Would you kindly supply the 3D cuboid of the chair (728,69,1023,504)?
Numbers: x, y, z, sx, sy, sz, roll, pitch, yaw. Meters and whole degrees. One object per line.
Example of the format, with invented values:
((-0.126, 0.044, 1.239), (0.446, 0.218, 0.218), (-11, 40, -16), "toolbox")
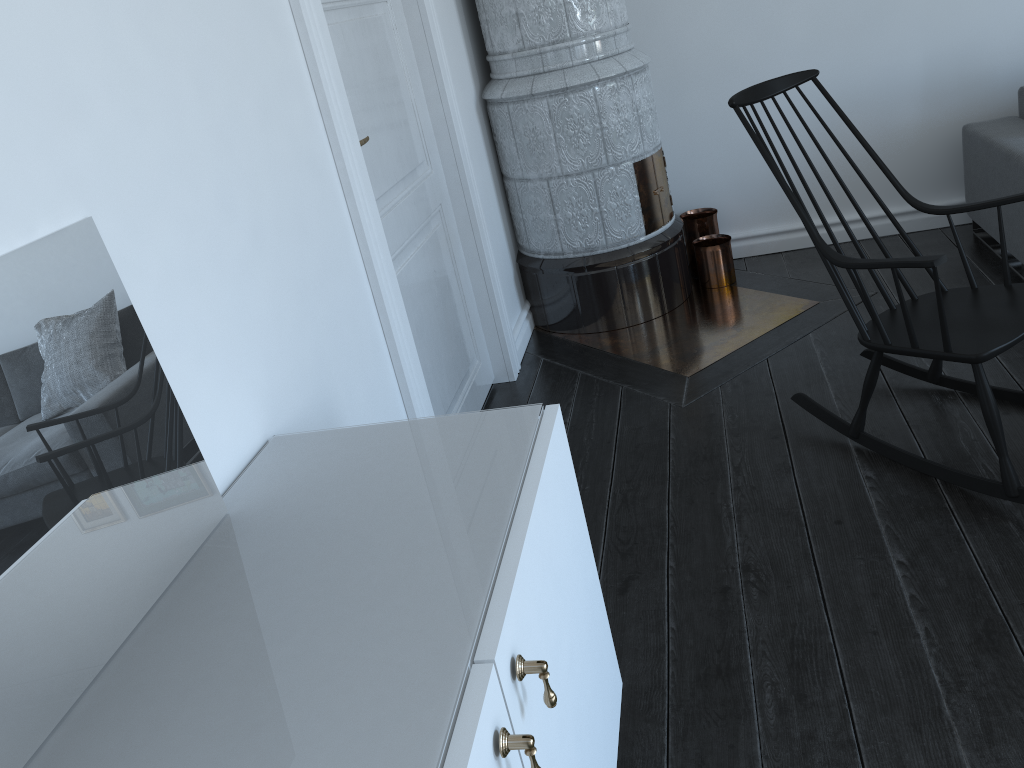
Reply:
((1.085, -0.336, 2.384), (0.625, 0.970, 0.920), (-24, 23, -28), "chair")

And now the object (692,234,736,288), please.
((0.905, -0.546, 3.928), (0.174, 0.192, 0.178), (-12, 21, 5), "object")

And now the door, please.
((-0.385, -0.902, 2.646), (0.115, 2.390, 1.216), (-9, 20, 14), "door")

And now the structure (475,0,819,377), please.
((0.272, -1.618, 3.410), (0.794, 2.791, 1.289), (-24, 22, -28), "structure")

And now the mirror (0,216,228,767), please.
((-0.590, 0.138, 1.010), (0.054, 0.485, 0.725), (-9, 22, 14), "mirror")

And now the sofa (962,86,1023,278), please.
((2.969, -0.896, 2.998), (2.363, 0.699, 1.129), (-7, 23, 13), "sofa")

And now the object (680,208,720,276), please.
((0.888, -0.658, 4.091), (0.172, 0.271, 0.183), (-8, 20, 14), "object")

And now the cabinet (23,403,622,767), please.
((-0.184, 0.658, 1.131), (0.587, 0.709, 1.251), (-8, 23, 14), "cabinet")
